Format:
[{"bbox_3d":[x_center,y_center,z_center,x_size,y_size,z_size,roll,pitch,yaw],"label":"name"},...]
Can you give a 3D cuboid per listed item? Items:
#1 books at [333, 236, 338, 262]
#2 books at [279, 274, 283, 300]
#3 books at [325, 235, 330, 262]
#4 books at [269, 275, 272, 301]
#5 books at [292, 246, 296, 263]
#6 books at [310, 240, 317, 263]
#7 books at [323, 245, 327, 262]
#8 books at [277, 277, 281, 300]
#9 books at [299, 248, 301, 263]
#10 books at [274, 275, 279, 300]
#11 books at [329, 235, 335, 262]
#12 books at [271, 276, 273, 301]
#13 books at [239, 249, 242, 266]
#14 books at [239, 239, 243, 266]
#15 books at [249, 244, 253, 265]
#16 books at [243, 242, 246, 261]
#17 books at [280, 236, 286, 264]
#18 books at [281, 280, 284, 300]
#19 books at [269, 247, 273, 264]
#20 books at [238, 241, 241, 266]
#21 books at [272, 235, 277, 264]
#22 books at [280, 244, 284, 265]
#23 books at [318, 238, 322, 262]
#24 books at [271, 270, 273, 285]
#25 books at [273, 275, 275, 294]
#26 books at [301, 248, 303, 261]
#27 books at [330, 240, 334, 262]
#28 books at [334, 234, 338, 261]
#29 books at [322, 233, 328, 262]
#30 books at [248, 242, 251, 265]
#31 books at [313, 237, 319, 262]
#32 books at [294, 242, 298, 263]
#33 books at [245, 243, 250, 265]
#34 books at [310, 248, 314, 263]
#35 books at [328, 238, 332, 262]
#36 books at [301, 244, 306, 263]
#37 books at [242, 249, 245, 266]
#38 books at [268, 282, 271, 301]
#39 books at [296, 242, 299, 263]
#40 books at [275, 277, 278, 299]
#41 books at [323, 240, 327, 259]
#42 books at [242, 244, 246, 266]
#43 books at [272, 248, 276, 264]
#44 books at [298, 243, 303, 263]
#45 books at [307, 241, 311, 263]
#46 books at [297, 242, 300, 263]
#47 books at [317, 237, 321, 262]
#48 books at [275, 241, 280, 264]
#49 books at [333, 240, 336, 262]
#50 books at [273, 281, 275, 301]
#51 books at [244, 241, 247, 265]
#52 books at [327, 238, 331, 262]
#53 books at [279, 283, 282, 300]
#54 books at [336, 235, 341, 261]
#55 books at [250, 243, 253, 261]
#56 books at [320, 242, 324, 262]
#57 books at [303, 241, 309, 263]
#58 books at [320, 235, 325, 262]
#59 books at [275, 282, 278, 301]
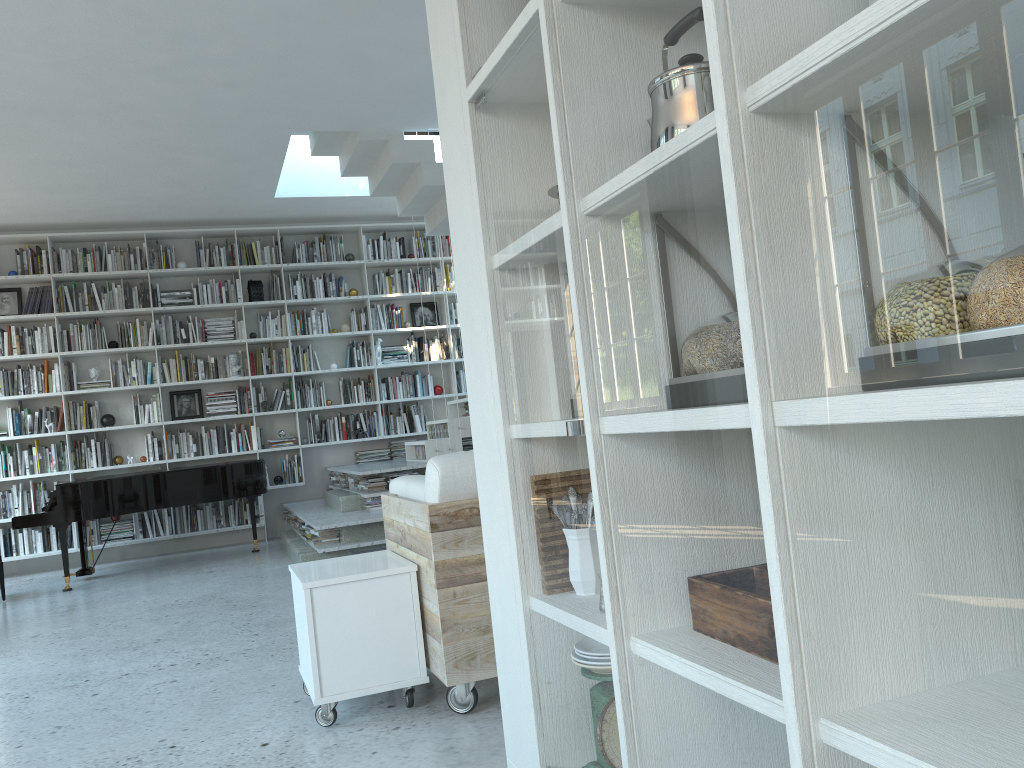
[{"bbox_3d":[-1.865,-1.394,9.328,0.019,0.299,0.137,-6,-2,-19],"label":"books"},{"bbox_3d":[-2.382,-0.974,9.131,0.005,0.292,0.130,-6,-2,-19],"label":"books"},{"bbox_3d":[-1.939,-1.388,9.275,0.015,0.299,0.183,-6,-2,-19],"label":"books"},{"bbox_3d":[-2.471,-0.957,9.060,0.021,0.272,0.190,-6,-2,-19],"label":"books"},{"bbox_3d":[-2.259,-1.310,9.167,0.046,0.206,0.183,-6,-2,-19],"label":"books"},{"bbox_3d":[-2.061,-1.356,9.232,0.028,0.258,0.185,-6,-2,-19],"label":"books"},{"bbox_3d":[-1.964,-1.336,9.265,0.018,0.201,0.188,-6,-2,-19],"label":"books"},{"bbox_3d":[-2.391,-0.952,9.090,0.013,0.248,0.186,-6,-2,-19],"label":"books"},{"bbox_3d":[-2.207,-1.303,9.201,0.009,0.183,0.160,-6,-2,-19],"label":"books"},{"bbox_3d":[-2.419,-0.968,9.125,0.013,0.288,0.131,-6,-2,-19],"label":"books"},{"bbox_3d":[-1.886,-1.396,9.309,0.008,0.307,0.183,-6,-2,-19],"label":"books"},{"bbox_3d":[-2.460,-0.957,9.078,0.022,0.272,0.181,-6,-2,-19],"label":"books"},{"bbox_3d":[-2.759,-1.261,9.020,0.016,0.204,0.143,-6,-2,-19],"label":"books"},{"bbox_3d":[-2.748,-1.310,9.008,0.007,0.298,0.181,-6,-2,-19],"label":"books"},{"bbox_3d":[-2.658,-1.286,9.026,0.015,0.233,0.171,-6,-2,-19],"label":"books"},{"bbox_3d":[-2.717,-1.294,9.014,0.006,0.259,0.166,-6,-2,-19],"label":"books"},{"bbox_3d":[-2.358,-1.350,9.132,0.019,0.304,0.176,-6,-2,-19],"label":"books"},{"bbox_3d":[-2.360,-0.938,9.099,0.008,0.213,0.224,-6,-2,-19],"label":"books"},{"bbox_3d":[-2.477,-1.288,9.111,0.025,0.203,0.162,-6,-2,-19],"label":"books"},{"bbox_3d":[-2.767,-1.298,8.996,0.008,0.278,0.170,-6,-2,-19],"label":"books"},{"bbox_3d":[-2.449,-1.353,9.135,0.012,0.329,0.128,-6,-2,-19],"label":"books"},{"bbox_3d":[-2.376,-1.311,9.132,0.033,0.229,0.175,-6,-2,-19],"label":"books"},{"bbox_3d":[-2.012,-1.372,9.282,0.007,0.285,0.159,-6,-2,-19],"label":"books"},{"bbox_3d":[-2.461,-0.990,9.096,0.025,0.339,0.143,-6,-2,-19],"label":"books"},{"bbox_3d":[-2.436,-0.967,9.080,0.021,0.288,0.179,-6,-2,-19],"label":"books"},{"bbox_3d":[-2.193,-1.315,9.223,0.009,0.205,0.146,-6,-2,-19],"label":"books"},{"bbox_3d":[-1.901,-1.367,9.311,0.024,0.252,0.150,-6,-2,-19],"label":"books"},{"bbox_3d":[-1.859,-1.405,9.349,0.008,0.321,0.133,-6,-2,-19],"label":"books"},{"bbox_3d":[-1.956,-1.401,9.287,0.007,0.329,0.183,-6,-2,-19],"label":"books"},{"bbox_3d":[-2.676,-1.298,9.039,0.008,0.262,0.142,-6,-2,-19],"label":"books"},{"bbox_3d":[-2.046,-1.373,9.263,0.024,0.292,0.167,-6,-2,-19],"label":"books"},{"bbox_3d":[-2.237,-1.331,9.183,0.009,0.244,0.173,-6,-2,-19],"label":"books"},{"bbox_3d":[-2.693,-1.296,9.025,0.034,0.261,0.157,-6,-2,-19],"label":"books"},{"bbox_3d":[-2.099,-1.316,9.260,0.031,0.190,0.132,-6,-2,-19],"label":"books"},{"bbox_3d":[-1.917,-1.377,9.306,0.008,0.275,0.163,-6,-2,-19],"label":"books"},{"bbox_3d":[-2.171,-1.328,9.216,0.028,0.226,0.163,-6,-2,-19],"label":"books"},{"bbox_3d":[-2.734,-1.258,9.017,0.015,0.192,0.160,-6,-2,-19],"label":"books"},{"bbox_3d":[-2.485,-0.924,9.087,0.019,0.213,0.156,-6,-2,-19],"label":"books"},{"bbox_3d":[-2.231,-1.332,9.195,0.011,0.244,0.172,-6,-2,-19],"label":"books"},{"bbox_3d":[-2.417,-0.952,9.096,0.005,0.255,0.159,-6,-2,-19],"label":"books"},{"bbox_3d":[-1.959,-1.361,9.284,0.008,0.251,0.170,-6,-2,-19],"label":"books"},{"bbox_3d":[-2.718,-1.284,8.997,0.007,0.239,0.191,-6,-2,-19],"label":"books"},{"bbox_3d":[-2.452,-1.286,9.111,0.022,0.194,0.182,-6,-2,-19],"label":"books"},{"bbox_3d":[-2.195,-1.328,9.193,0.013,0.229,0.174,-6,-2,-19],"label":"books"},{"bbox_3d":[-2.121,-1.348,9.236,0.021,0.256,0.169,-6,-2,-19],"label":"books"},{"bbox_3d":[-2.224,-1.337,9.207,0.012,0.255,0.133,-6,-2,-19],"label":"books"},{"bbox_3d":[-2.031,-1.376,9.281,0.017,0.295,0.139,-6,-2,-19],"label":"books"},{"bbox_3d":[-2.415,-1.319,9.110,0.029,0.253,0.186,-6,-2,-19],"label":"books"},{"bbox_3d":[-1.875,-1.373,9.318,0.014,0.258,0.149,-6,-2,-19],"label":"books"},{"bbox_3d":[-2.449,-0.930,9.096,0.024,0.217,0.169,-6,-2,-19],"label":"books"},{"bbox_3d":[-2.716,-1.303,9.027,0.007,0.279,0.150,-6,-2,-19],"label":"books"},{"bbox_3d":[-1.928,-1.378,9.307,0.012,0.280,0.144,-6,-2,-19],"label":"books"},{"bbox_3d":[-2.390,-0.927,9.137,0.015,0.200,0.130,-6,-2,-19],"label":"books"},{"bbox_3d":[-1.833,-1.396,9.327,0.013,0.297,0.188,-6,-2,-19],"label":"books"},{"bbox_3d":[-2.661,-1.300,9.063,0.007,0.264,0.133,-6,-2,-19],"label":"books"},{"bbox_3d":[-1.992,-1.348,9.267,0.018,0.231,0.160,-6,-2,-19],"label":"books"},{"bbox_3d":[-2.145,-1.345,9.225,0.030,0.255,0.161,-6,-2,-19],"label":"books"},{"bbox_3d":[-1.986,-1.389,9.278,0.006,0.312,0.179,-6,-2,-19],"label":"books"},{"bbox_3d":[-2.426,-0.929,9.102,0.013,0.210,0.140,-6,-2,-19],"label":"books"}]
